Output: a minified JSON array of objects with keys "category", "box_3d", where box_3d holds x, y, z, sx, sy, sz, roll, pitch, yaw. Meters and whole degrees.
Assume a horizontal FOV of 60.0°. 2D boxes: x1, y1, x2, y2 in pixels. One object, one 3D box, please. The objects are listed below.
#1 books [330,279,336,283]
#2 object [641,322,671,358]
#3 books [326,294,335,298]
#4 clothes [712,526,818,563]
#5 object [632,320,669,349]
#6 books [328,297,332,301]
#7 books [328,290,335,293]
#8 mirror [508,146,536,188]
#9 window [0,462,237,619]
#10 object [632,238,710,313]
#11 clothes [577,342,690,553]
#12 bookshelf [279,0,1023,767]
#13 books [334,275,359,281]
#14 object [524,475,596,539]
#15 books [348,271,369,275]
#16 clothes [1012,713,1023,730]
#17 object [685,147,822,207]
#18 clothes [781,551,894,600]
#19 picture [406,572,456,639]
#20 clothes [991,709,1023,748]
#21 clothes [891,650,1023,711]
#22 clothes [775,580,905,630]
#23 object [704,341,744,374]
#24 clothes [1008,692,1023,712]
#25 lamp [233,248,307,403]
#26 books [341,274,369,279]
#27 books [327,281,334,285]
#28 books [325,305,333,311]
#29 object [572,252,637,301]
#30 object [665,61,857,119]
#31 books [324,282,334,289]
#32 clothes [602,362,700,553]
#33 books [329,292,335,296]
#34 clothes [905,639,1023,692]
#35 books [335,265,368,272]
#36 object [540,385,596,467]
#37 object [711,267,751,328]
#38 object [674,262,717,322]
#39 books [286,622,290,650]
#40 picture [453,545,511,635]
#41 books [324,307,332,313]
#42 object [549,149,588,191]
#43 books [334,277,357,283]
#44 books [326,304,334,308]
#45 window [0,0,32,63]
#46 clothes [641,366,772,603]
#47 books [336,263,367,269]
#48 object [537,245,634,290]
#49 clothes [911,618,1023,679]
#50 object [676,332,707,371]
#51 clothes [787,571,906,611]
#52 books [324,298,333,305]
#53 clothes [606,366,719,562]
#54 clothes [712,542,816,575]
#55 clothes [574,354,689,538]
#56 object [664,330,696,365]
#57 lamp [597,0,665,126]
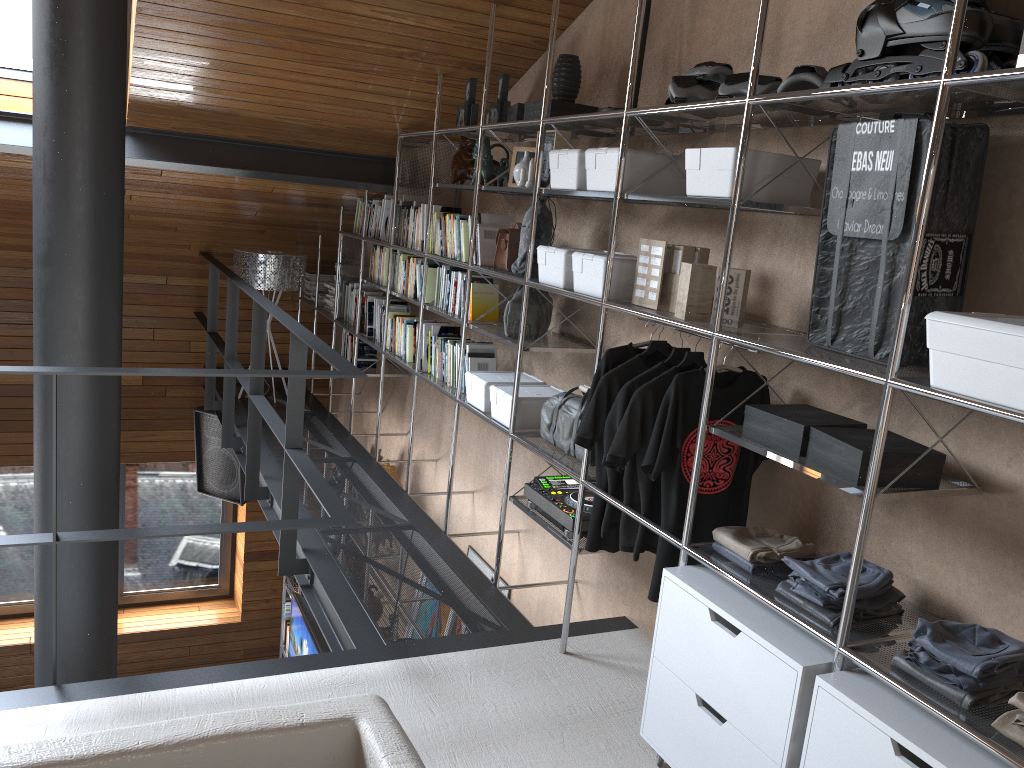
[{"category":"books","box_3d":[-1.162,-0.720,6.266,0.206,0.012,0.161,1,12,-25]},{"category":"object","box_3d":[0.448,-0.097,2.740,0.387,0.197,0.009,0,13,-29]},{"category":"books","box_3d":[-1.170,-0.613,6.265,0.234,0.016,0.182,-2,14,-35]},{"category":"clothes","box_3d":[0.663,0.413,2.304,0.221,0.050,0.196,1,12,-23]},{"category":"object","box_3d":[0.436,-0.148,2.775,0.283,0.118,0.016,1,12,-25]},{"category":"books","box_3d":[-1.171,-0.598,6.269,0.234,0.016,0.182,2,12,-20]},{"category":"books","box_3d":[-1.174,-0.649,6.279,0.206,0.012,0.161,-2,14,-35]},{"category":"mirror","box_3d":[0.063,-0.888,3.656,0.130,0.168,0.069,13,13,33]},{"category":"window","box_3d":[-5.057,1.198,6.552,5.936,1.521,0.101,1,12,-25]},{"category":"object","box_3d":[0.487,-0.329,2.702,0.142,0.205,0.196,0,12,-27]},{"category":"clothes","box_3d":[0.400,0.207,2.837,0.424,0.689,0.090,0,12,-27]},{"category":"bookshelf","box_3d":[0.733,0.732,2.258,0.421,6.217,10.742,1,12,-25]},{"category":"books","box_3d":[-1.064,-0.710,5.978,0.228,0.016,0.182,1,12,-25]},{"category":"object","box_3d":[0.263,0.439,3.230,0.320,0.114,0.405,1,12,-25]},{"category":"books","box_3d":[-1.063,-0.758,5.986,0.216,0.021,0.174,1,12,-25]},{"category":"clothes","box_3d":[1.006,0.600,1.534,0.229,0.052,0.199,1,12,-22]},{"category":"object","box_3d":[0.638,-0.554,2.385,0.290,0.124,0.223,1,12,-25]},{"category":"clothes","box_3d":[0.772,0.445,2.080,0.200,0.052,0.194,1,12,-24]},{"category":"picture","box_3d":[-0.458,1.323,5.038,0.136,0.625,0.544,1,12,-25]},{"category":"clothes","box_3d":[1.012,0.625,1.561,0.238,0.053,0.212,0,13,-27]},{"category":"clothes","box_3d":[0.920,0.572,1.786,0.242,0.048,0.207,0,13,-28]},{"category":"clothes","box_3d":[0.781,0.502,2.085,0.243,0.045,0.208,0,12,-25]},{"category":"object","box_3d":[0.588,-0.068,2.450,0.283,0.118,0.016,1,12,-25]},{"category":"clothes","box_3d":[1.011,0.572,1.542,0.212,0.047,0.187,1,12,-25]},{"category":"lamp","box_3d":[-1.669,-0.398,6.045,0.475,1.001,0.475,5,11,-2]},{"category":"books","box_3d":[-1.040,-0.731,5.985,0.234,0.028,0.180,1,12,-25]},{"category":"books","box_3d":[-1.179,-0.709,6.266,0.231,0.012,0.159,2,12,-20]},{"category":"books","box_3d":[-1.187,-0.536,6.289,0.234,0.016,0.182,-1,13,-30]},{"category":"object","box_3d":[0.369,-0.354,2.938,0.295,0.136,0.228,1,12,-25]},{"category":"object","box_3d":[0.648,-0.808,2.379,0.286,0.141,0.658,-1,13,-32]},{"category":"books","box_3d":[-1.175,-0.687,6.262,0.268,0.025,0.176,1,12,-25]},{"category":"clothes","box_3d":[0.483,0.221,2.696,0.488,0.586,0.074,-1,13,-32]},{"category":"books","box_3d":[-1.166,-0.632,6.277,0.213,0.017,0.168,-1,13,-30]},{"category":"clothes","box_3d":[0.909,0.548,1.767,0.203,0.053,0.198,1,12,-22]},{"category":"books","box_3d":[-1.060,-0.776,5.983,0.228,0.016,0.182,1,12,-25]},{"category":"object","box_3d":[0.252,0.128,3.174,0.166,0.247,0.376,0,13,-28]},{"category":"object","box_3d":[0.599,-0.237,2.424,0.074,0.156,0.078,11,12,23]},{"category":"object","box_3d":[0.514,-0.258,2.485,0.074,0.156,0.079,4,11,-11]},{"category":"books","box_3d":[-1.728,2.140,7.234,0.139,0.208,0.461,0,12,-26]},{"category":"picture","box_3d":[-0.185,1.329,4.526,0.090,0.863,0.530,1,12,-25]},{"category":"books","box_3d":[-1.201,-0.524,6.304,0.234,0.016,0.182,1,12,-25]},{"category":"object","box_3d":[0.300,-0.737,3.105,0.295,0.136,0.228,1,12,-25]},{"category":"books","box_3d":[-1.079,-0.696,5.990,0.208,0.017,0.168,1,12,-25]},{"category":"books","box_3d":[-1.186,-0.555,6.290,0.221,0.021,0.174,1,12,-25]},{"category":"window","box_3d":[-3.425,-1.937,2.993,3.818,1.031,1.213,1,12,-25]},{"category":"clothes","box_3d":[0.553,0.287,2.512,0.424,0.689,0.090,0,12,-27]},{"category":"books","box_3d":[-1.058,-0.794,5.992,0.228,0.016,0.182,1,12,-25]},{"category":"object","box_3d":[0.259,-0.412,3.173,0.295,0.136,0.228,1,12,-25]},{"category":"clothes","box_3d":[0.929,0.520,1.766,0.204,0.049,0.184,0,12,-26]},{"category":"object","box_3d":[0.526,-0.056,2.574,0.387,0.197,0.009,0,13,-29]},{"category":"clothes","box_3d":[0.769,0.478,2.070,0.215,0.047,0.191,1,12,-25]},{"category":"books","box_3d":[-1.186,-0.579,6.283,0.240,0.028,0.180,-2,14,-35]},{"category":"clothes","box_3d":[0.482,0.235,2.624,0.488,0.586,0.074,-1,13,-32]},{"category":"clothes","box_3d":[0.672,0.444,2.318,0.248,0.043,0.190,2,12,-17]},{"category":"clothes","box_3d":[0.404,0.194,2.790,0.488,0.586,0.074,-1,13,-32]},{"category":"object","box_3d":[0.499,-0.071,2.631,0.387,0.197,0.009,0,13,-29]},{"category":"lamp","box_3d":[0.418,-1.201,2.898,0.233,0.660,0.322,12,12,27]}]
